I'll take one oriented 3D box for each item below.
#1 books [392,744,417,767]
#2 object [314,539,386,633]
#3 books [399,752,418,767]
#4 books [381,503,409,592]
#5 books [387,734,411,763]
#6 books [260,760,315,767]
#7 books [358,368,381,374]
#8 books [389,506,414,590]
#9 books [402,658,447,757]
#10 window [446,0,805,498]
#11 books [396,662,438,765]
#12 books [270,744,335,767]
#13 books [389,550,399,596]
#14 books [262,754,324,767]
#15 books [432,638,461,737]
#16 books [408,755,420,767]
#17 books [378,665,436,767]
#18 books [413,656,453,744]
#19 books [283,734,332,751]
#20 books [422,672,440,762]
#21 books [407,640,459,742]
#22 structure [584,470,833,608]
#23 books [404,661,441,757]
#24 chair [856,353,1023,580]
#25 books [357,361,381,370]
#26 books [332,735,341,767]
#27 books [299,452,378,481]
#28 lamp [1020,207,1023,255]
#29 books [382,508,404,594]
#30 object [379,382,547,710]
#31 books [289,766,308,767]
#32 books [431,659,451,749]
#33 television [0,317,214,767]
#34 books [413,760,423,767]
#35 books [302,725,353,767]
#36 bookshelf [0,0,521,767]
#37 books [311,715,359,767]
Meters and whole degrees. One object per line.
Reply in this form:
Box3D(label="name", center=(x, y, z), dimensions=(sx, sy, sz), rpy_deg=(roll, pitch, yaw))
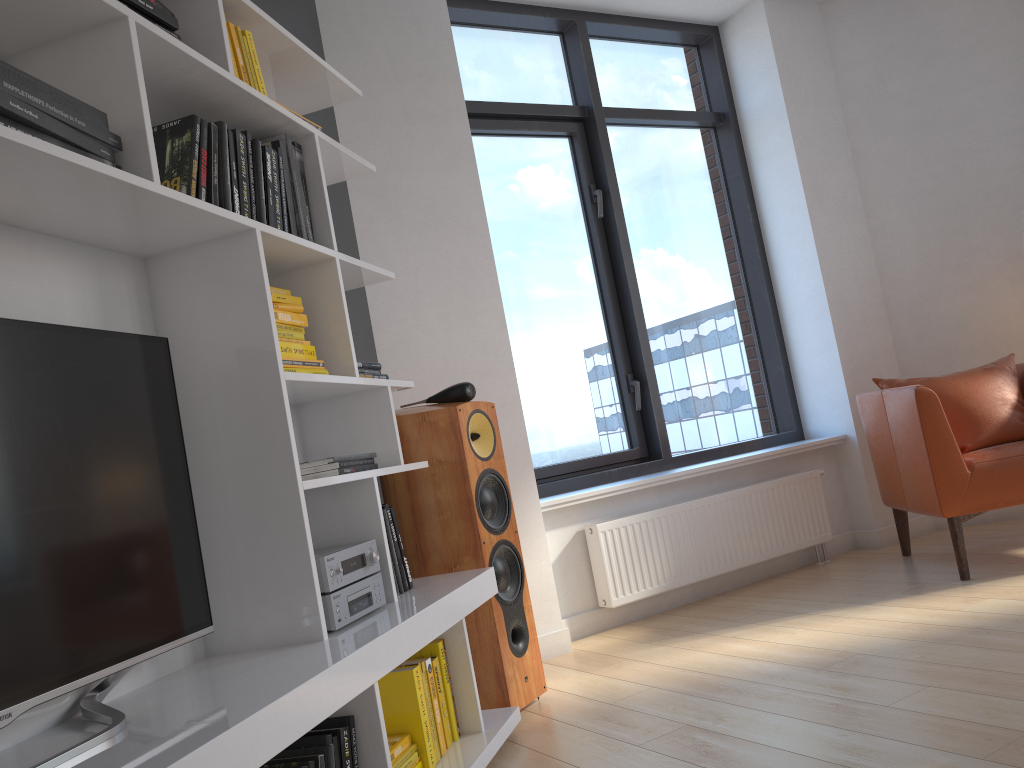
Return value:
Box3D(label="books", center=(-0.327, 0.921, 2.157), dimensions=(0.134, 0.014, 0.187), rpy_deg=(-12, -4, 14))
Box3D(label="object", center=(-0.490, 0.506, 2.182), dimensions=(0.270, 0.174, 0.285), rpy_deg=(-12, -4, 14))
Box3D(label="books", center=(-0.311, 0.934, 2.146), dimensions=(0.113, 0.018, 0.169), rpy_deg=(-12, -4, 16))
Box3D(label="books", center=(-0.410, 0.478, 2.512), dimensions=(0.193, 0.255, 0.066), rpy_deg=(-12, -4, 14))
Box3D(label="books", center=(-0.344, 0.904, 2.158), dimensions=(0.138, 0.026, 0.186), rpy_deg=(-12, -4, 14))
Box3D(label="books", center=(-0.466, 0.866, 1.718), dimensions=(0.187, 0.234, 0.096), rpy_deg=(-12, -4, 15))
Box3D(label="books", center=(-0.482, -0.023, 2.568), dimensions=(0.142, 0.015, 0.198), rpy_deg=(-12, -4, 13))
Box3D(label="books", center=(-0.394, 0.482, 2.539), dimensions=(0.177, 0.242, 0.066), rpy_deg=(-12, -4, 14))
Box3D(label="books", center=(-0.287, 0.872, 2.371), dimensions=(0.185, 0.250, 0.035), rpy_deg=(-12, -4, 14))
Box3D(label="window", center=(0.522, -0.738, 4.557), dimensions=(1.960, 2.402, 0.170), rpy_deg=(-8, -5, -30))
Box3D(label="books", center=(-0.310, 0.867, 2.308), dimensions=(0.199, 0.263, 0.015), rpy_deg=(-12, -4, 14))
Box3D(label="books", center=(-0.425, 0.859, 1.776), dimensions=(0.172, 0.242, 0.069), rpy_deg=(-12, -4, 15))
Box3D(label="books", center=(-0.419, 0.484, 2.462), dimensions=(0.170, 0.236, 0.049), rpy_deg=(-12, -4, 15))
Box3D(label="books", center=(-0.445, 0.864, 1.745), dimensions=(0.169, 0.233, 0.081), rpy_deg=(-12, -4, 14))
Box3D(label="books", center=(-0.270, 0.869, 2.506), dimensions=(0.213, 0.270, 0.025), rpy_deg=(-12, -4, 14))
Box3D(label="books", center=(-0.326, 0.951, 2.155), dimensions=(0.148, 0.011, 0.196), rpy_deg=(-12, -4, 15))
Box3D(label="books", center=(-0.315, 0.868, 2.278), dimensions=(0.198, 0.255, 0.044), rpy_deg=(-12, -4, 14))
Box3D(label="books", center=(-0.267, 0.882, 2.448), dimensions=(0.172, 0.234, 0.024), rpy_deg=(-12, -4, 14))
Box3D(label="books", center=(-0.445, 0.857, 1.805), dimensions=(0.192, 0.254, 0.075), rpy_deg=(-12, -4, 14))
Box3D(label="books", center=(-0.282, 0.880, 2.319), dimensions=(0.156, 0.229, 0.024), rpy_deg=(-12, -4, 14))
Box3D(label="books", center=(-0.268, 0.867, 2.478), dimensions=(0.204, 0.270, 0.029), rpy_deg=(-12, -4, 14))
Box3D(label="structure", center=(0.996, 0.746, 4.171), dimensions=(1.474, 0.460, 0.110), rpy_deg=(-8, -5, -30))
Box3D(label="books", center=(-0.296, 0.871, 2.345), dimensions=(0.180, 0.251, 0.019), rpy_deg=(-12, -4, 14))
Box3D(label="chair", center=(2.117, 0.313, 3.918), dimensions=(0.896, 0.858, 0.843), rpy_deg=(-11, -4, 2))
Box3D(label="books", center=(-0.499, -0.039, 2.576), dimensions=(0.161, 0.023, 0.213), rpy_deg=(-12, -5, 18))
Box3D(label="books", center=(-0.431, 0.864, 1.829), dimensions=(0.179, 0.243, 0.068), rpy_deg=(-12, -4, 13))
Box3D(label="books", center=(-0.525, 0.234, 2.375), dimensions=(0.250, 0.047, 0.310), rpy_deg=(-11, -4, 10))
Box3D(label="lamp", center=(2.952, -0.175, 4.154), dimensions=(0.804, 1.550, 0.502), rpy_deg=(-12, -5, 20))
Box3D(label="books", center=(-0.406, 0.480, 2.481), dimensions=(0.169, 0.242, 0.050), rpy_deg=(-12, -4, 14))
Box3D(label="object", center=(-0.218, 0.562, 3.006), dimensions=(0.434, 1.088, 0.290), rpy_deg=(-13, -5, 29))
Box3D(label="books", center=(-0.471, 0.863, 1.685), dimensions=(0.182, 0.234, 0.104), rpy_deg=(-12, -4, 15))
Box3D(label="books", center=(-0.270, 0.881, 2.421), dimensions=(0.172, 0.234, 0.024), rpy_deg=(-12, -4, 14))
Box3D(label="television", center=(-0.832, 0.235, 1.344), dimensions=(0.207, 0.704, 1.102), rpy_deg=(-12, -4, 14))
Box3D(label="books", center=(-0.318, 0.972, 2.151), dimensions=(0.147, 0.033, 0.190), rpy_deg=(-12, -4, 14))
Box3D(label="books", center=(-0.427, 0.861, 1.866), dimensions=(0.191, 0.249, 0.084), rpy_deg=(-12, -4, 14))
Box3D(label="bookshelf", center=(-0.757, 0.043, 1.338), dimensions=(0.455, 2.052, 3.000), rpy_deg=(-12, -4, 14))
Box3D(label="books", center=(-0.419, 0.857, 1.900), dimensions=(0.197, 0.260, 0.066), rpy_deg=(-12, -4, 14))
